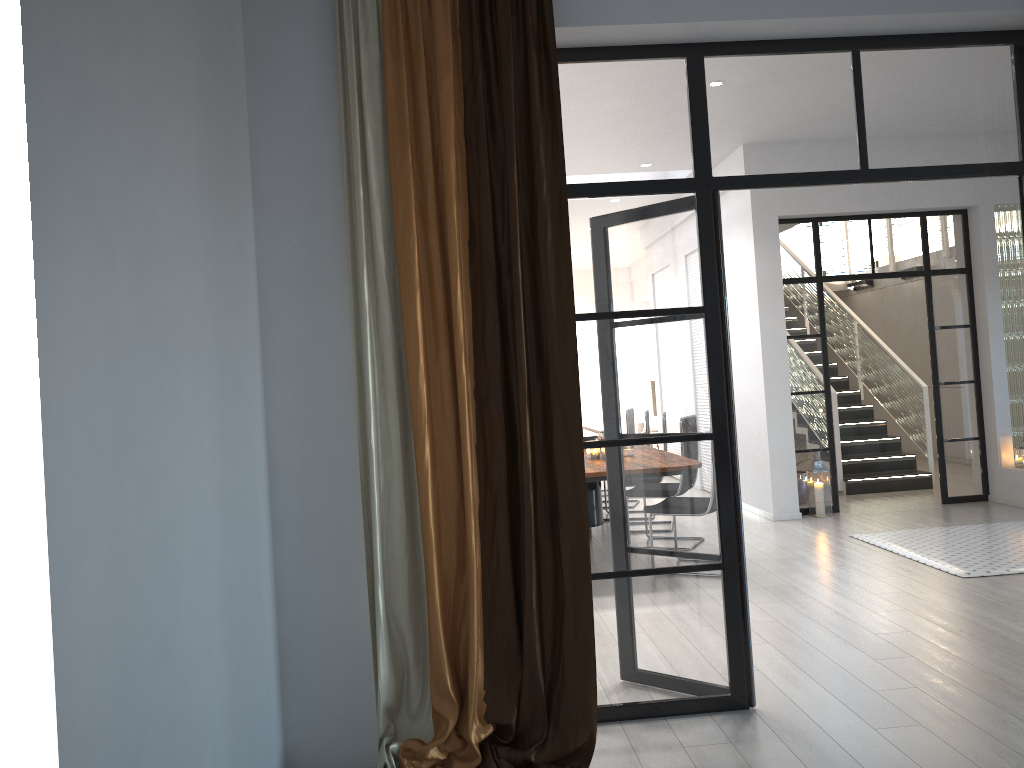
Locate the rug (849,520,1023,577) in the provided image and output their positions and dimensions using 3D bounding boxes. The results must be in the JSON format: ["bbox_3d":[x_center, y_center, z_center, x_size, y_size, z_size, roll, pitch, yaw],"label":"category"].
[{"bbox_3d":[3.819,1.101,6.264,2.276,0.020,1.584,-4,0,-4],"label":"rug"}]

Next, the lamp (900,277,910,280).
[{"bbox_3d":[5.341,-1.483,11.896,0.152,0.124,0.567,-4,0,-4],"label":"lamp"}]

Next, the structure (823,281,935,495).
[{"bbox_3d":[4.321,-0.726,11.126,2.394,3.604,5.799,-4,0,-4],"label":"structure"}]

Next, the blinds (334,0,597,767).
[{"bbox_3d":[-0.173,-0.149,3.176,0.811,3.046,0.254,-4,-1,-4],"label":"blinds"}]

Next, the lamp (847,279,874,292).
[{"bbox_3d":[5.246,-1.478,13.353,0.152,0.124,0.567,-4,0,-4],"label":"lamp"}]

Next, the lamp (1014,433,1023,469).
[{"bbox_3d":[4.555,0.575,7.833,0.149,0.329,0.155,-4,-1,-4],"label":"lamp"}]

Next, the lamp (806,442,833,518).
[{"bbox_3d":[2.741,0.850,7.938,0.148,0.666,0.157,-4,-1,-4],"label":"lamp"}]
